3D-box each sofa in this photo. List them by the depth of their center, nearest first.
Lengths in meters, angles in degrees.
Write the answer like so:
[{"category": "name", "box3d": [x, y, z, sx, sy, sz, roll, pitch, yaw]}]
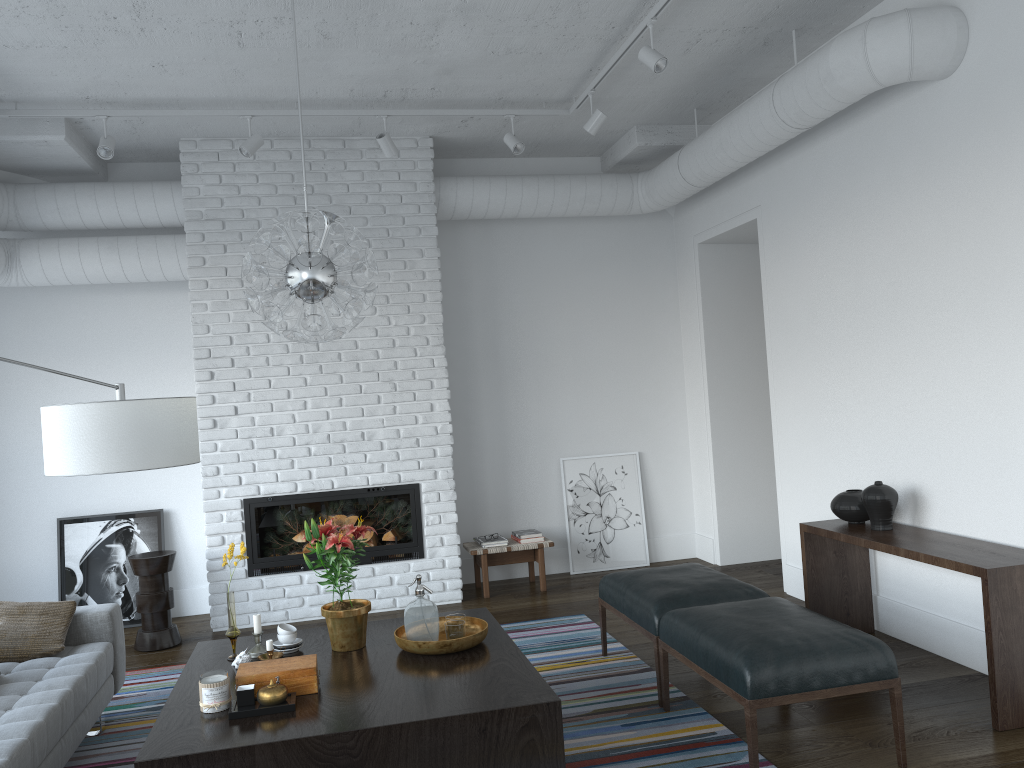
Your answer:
[{"category": "sofa", "box3d": [-2.099, 1.248, 2.982, 0.991, 0.684, 2.541, -4, -1, -12]}]

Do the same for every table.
[{"category": "table", "box3d": [-0.605, 1.284, 3.412, 1.306, 0.394, 1.362, -4, -1, -12]}, {"category": "table", "box3d": [1.868, 1.015, 4.070, 0.375, 0.617, 1.362, -4, -1, -12]}, {"category": "table", "box3d": [-2.211, 1.336, 5.497, 0.282, 0.558, 0.281, -4, -1, -33]}, {"category": "table", "box3d": [-0.020, 1.315, 6.405, 0.605, 0.345, 0.405, -4, -1, -12]}]

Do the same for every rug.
[{"category": "rug", "box3d": [-0.494, 1.478, 3.394, 2.735, 0.012, 3.760, -4, -1, -12]}]

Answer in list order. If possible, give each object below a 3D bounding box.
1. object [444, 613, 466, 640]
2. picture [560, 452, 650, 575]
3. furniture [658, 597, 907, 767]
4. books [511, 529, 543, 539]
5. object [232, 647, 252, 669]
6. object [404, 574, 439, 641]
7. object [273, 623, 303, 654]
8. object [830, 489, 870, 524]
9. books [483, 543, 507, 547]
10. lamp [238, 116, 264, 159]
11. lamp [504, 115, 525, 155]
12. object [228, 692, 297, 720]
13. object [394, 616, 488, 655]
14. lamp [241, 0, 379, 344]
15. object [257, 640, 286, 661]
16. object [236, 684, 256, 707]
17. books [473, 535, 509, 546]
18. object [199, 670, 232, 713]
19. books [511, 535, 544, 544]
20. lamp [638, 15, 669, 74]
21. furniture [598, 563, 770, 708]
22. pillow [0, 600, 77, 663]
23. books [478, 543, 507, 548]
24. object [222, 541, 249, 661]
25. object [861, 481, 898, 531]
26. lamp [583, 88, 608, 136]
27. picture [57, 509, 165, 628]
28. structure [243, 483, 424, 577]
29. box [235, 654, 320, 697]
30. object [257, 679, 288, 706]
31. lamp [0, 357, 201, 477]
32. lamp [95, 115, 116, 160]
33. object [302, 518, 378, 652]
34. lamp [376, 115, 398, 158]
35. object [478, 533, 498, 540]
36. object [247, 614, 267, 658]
[{"category": "object", "box3d": [-0.231, 1.013, 3.652, 0.085, 0.089, 0.195, -4, -1, -3]}, {"category": "picture", "box3d": [0.718, 0.992, 6.868, 0.637, 0.884, 0.093, -4, -1, -12]}, {"category": "furniture", "box3d": [1.003, 1.141, 3.463, 0.583, 0.476, 0.827, -4, -1, -12]}, {"category": "books", "box3d": [0.110, 1.092, 6.461, 0.173, 0.025, 0.238, -4, -1, -14]}, {"category": "object", "box3d": [-1.073, 1.087, 3.522, 0.069, 0.078, 0.124, -4, -1, -30]}, {"category": "object", "box3d": [-0.374, 0.925, 3.642, 0.143, 0.288, 0.143, -3, -1, -41]}, {"category": "object", "box3d": [-0.934, 1.055, 3.692, 0.121, 0.113, 0.124, -4, -1, 7]}, {"category": "object", "box3d": [1.776, 0.634, 4.586, 0.245, 0.168, 0.245, -4, -1, -21]}, {"category": "books", "box3d": [-0.147, 1.137, 6.372, 0.171, 0.011, 0.306, -4, -1, -13]}, {"category": "lamp", "box3d": [-1.536, -1.464, 5.207, 0.154, 0.285, 0.090, -3, -1, -44]}, {"category": "lamp", "box3d": [0.006, -1.568, 5.535, 0.093, 0.285, 0.154, -4, -1, -34]}, {"category": "object", "box3d": [-0.840, 1.087, 2.998, 0.214, 0.023, 0.130, -4, -1, -12]}, {"category": "object", "box3d": [-0.286, 1.031, 3.622, 0.383, 0.068, 0.383, -4, -1, 30]}, {"category": "lamp", "box3d": [-0.869, -0.943, 3.690, 0.552, 1.546, 0.552, -4, -1, -25]}, {"category": "object", "box3d": [-0.963, 1.064, 3.531, 0.102, 0.098, 0.102, -4, -1, 27]}, {"category": "object", "box3d": [-0.901, 1.057, 3.007, 0.058, 0.055, 0.058, -4, -1, -12]}, {"category": "books", "box3d": [-0.152, 1.123, 6.382, 0.202, 0.019, 0.280, -4, -1, -14]}, {"category": "object", "box3d": [-1.015, 1.053, 3.038, 0.106, 0.116, 0.117, -4, -1, -32]}, {"category": "books", "box3d": [0.114, 1.119, 6.453, 0.185, 0.032, 0.267, -4, -1, -14]}, {"category": "lamp", "box3d": [0.672, -1.628, 4.268, 0.094, 0.285, 0.154, -4, -1, -39]}, {"category": "furniture", "box3d": [0.826, 1.161, 4.296, 0.584, 0.478, 0.828, -4, -1, -12]}, {"category": "pillow", "box3d": [-2.196, 1.099, 3.960, 0.427, 0.261, 0.236, -4, -1, -10]}, {"category": "books", "box3d": [-0.146, 1.148, 6.383, 0.172, 0.011, 0.273, -4, -1, -13]}, {"category": "object", "box3d": [-1.125, 0.889, 3.640, 0.121, 0.470, 0.120, -4, -1, 4]}, {"category": "object", "box3d": [1.809, 0.595, 4.357, 0.171, 0.236, 0.171, -4, -1, -7]}, {"category": "lamp", "box3d": [0.482, -1.605, 5.207, 0.154, 0.285, 0.104, -4, -1, 28]}, {"category": "picture", "box3d": [-2.739, 1.280, 6.078, 0.686, 0.775, 0.130, -4, -1, -12]}, {"category": "structure", "box3d": [-1.234, 1.007, 6.220, 1.168, 0.578, 0.675, -4, -1, -12]}, {"category": "box", "box3d": [-0.837, 1.053, 3.174, 0.294, 0.093, 0.169, -4, -1, -12]}, {"category": "object", "box3d": [-0.812, 1.039, 3.006, 0.103, 0.077, 0.103, -3, -1, -40]}, {"category": "lamp", "box3d": [-1.463, 0.660, 1.870, 0.432, 1.738, 2.162, -4, -1, 22]}, {"category": "lamp", "box3d": [-2.312, -1.412, 5.038, 0.095, 0.285, 0.154, -4, -1, -14]}, {"category": "object", "box3d": [-0.711, 0.817, 3.653, 0.275, 0.558, 0.284, -4, -1, 40]}, {"category": "lamp", "box3d": [-0.767, -1.516, 5.372, 0.097, 0.285, 0.154, -4, -1, 28]}, {"category": "object", "box3d": [-0.172, 1.097, 6.387, 0.093, 0.038, 0.134, -5, -1, 45]}, {"category": "object", "box3d": [-1.052, 1.033, 3.672, 0.098, 0.174, 0.098, -4, -1, -18]}]
